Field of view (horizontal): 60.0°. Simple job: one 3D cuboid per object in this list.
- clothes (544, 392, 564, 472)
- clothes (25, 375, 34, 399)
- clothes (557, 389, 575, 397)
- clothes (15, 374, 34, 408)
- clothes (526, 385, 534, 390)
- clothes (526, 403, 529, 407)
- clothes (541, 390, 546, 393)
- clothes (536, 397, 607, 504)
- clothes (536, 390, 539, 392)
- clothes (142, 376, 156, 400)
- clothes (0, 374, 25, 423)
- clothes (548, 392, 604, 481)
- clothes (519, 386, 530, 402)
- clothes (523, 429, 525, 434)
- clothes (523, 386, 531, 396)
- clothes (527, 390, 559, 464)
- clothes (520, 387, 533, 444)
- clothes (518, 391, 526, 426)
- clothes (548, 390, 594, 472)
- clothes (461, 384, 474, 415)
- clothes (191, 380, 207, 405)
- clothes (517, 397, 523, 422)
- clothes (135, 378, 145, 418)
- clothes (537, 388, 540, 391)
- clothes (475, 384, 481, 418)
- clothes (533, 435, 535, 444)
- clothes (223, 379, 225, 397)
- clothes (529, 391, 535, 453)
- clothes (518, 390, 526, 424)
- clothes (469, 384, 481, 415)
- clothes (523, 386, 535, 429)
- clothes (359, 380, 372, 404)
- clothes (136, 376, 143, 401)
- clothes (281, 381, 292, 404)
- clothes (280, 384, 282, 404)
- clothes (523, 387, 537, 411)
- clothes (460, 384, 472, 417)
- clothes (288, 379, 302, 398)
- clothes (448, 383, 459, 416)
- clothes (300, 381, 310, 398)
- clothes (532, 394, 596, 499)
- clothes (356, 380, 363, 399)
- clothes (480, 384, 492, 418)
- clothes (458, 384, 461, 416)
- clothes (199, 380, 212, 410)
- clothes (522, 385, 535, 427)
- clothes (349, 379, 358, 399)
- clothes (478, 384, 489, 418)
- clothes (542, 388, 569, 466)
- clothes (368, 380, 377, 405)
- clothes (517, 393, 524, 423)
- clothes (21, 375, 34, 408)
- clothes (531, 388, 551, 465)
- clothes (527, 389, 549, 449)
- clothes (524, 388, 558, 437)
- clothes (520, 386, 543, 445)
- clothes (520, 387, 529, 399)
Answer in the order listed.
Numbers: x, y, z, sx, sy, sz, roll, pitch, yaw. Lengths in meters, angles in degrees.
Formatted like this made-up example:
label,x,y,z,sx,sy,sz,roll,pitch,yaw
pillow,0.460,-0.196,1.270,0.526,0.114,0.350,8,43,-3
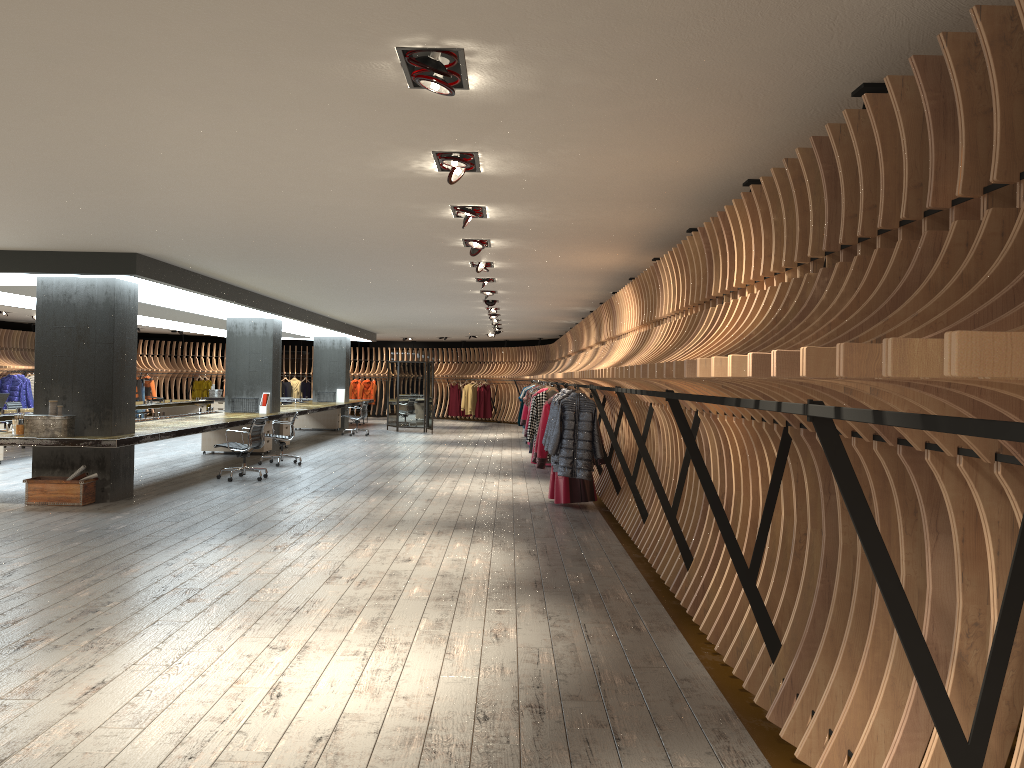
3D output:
label,x,y,z,sx,sy,sz,roll,pitch,yaw
clothes,0.620,0.507,9.231,0.585,0.854,0.211,1,-1,27
clothes,-12.467,0.306,23.120,0.752,1.062,0.128,1,-1,-2
clothes,0.627,0.481,9.407,0.511,0.854,0.227,1,-1,20
clothes,-12.545,0.376,22.440,0.883,1.246,0.249,1,-1,-3
clothes,0.571,0.574,21.777,0.733,1.106,0.165,1,-1,0
clothes,0.600,0.580,18.632,0.760,1.020,0.187,1,-1,1
clothes,0.610,0.663,14.347,0.773,1.161,0.191,1,-1,20
clothes,0.701,0.751,10.311,0.840,1.317,0.318,1,-1,7
clothes,0.583,0.503,16.562,0.278,0.767,0.263,1,-1,7
clothes,-11.672,0.174,28.371,0.839,0.881,0.201,1,-1,30
clothes,-12.703,0.383,22.299,0.880,1.261,0.242,1,-1,-3
clothes,0.616,0.511,8.775,0.682,0.854,0.181,1,-1,43
clothes,0.540,0.527,23.352,0.738,0.971,0.167,1,-1,8
clothes,0.582,0.775,23.798,0.677,1.434,0.204,1,-1,-16
clothes,0.627,0.574,21.967,0.733,1.106,0.165,1,-1,5
clothes,0.612,0.666,13.831,0.773,1.161,0.191,1,-1,-10
clothes,0.604,0.686,19.540,0.840,1.312,0.321,1,-1,-1
clothes,0.610,0.597,21.087,0.913,1.081,0.238,1,-1,-1
clothes,0.636,0.485,9.105,0.530,0.856,0.234,1,-1,-1
clothes,-1.303,0.507,29.523,0.777,1.053,0.151,1,-1,0
clothes,-10.489,0.367,29.755,0.665,1.045,0.168,1,-1,31
clothes,0.599,0.590,22.594,0.913,1.081,0.238,1,-1,-1
clothes,-11.798,0.525,28.129,0.309,1.422,0.200,1,-1,-28
clothes,0.589,0.840,17.139,0.277,1.543,0.316,1,-1,-1
clothes,-0.998,0.556,29.219,0.444,1.129,0.127,1,-1,-28
clothes,0.571,0.849,16.846,0.373,1.536,0.312,1,-1,11
clothes,-9.745,0.314,30.371,0.447,1.156,0.125,1,-1,35
clothes,0.615,0.823,17.700,0.539,1.353,0.087,1,-1,-1
clothes,0.602,0.594,21.443,0.913,1.081,0.238,1,-1,4
clothes,-1.147,0.511,29.368,0.152,1.053,0.777,1,-1,40
clothes,0.618,0.571,20.773,0.715,1.088,0.257,1,-1,5
clothes,-5.168,0.283,31.452,0.201,0.881,0.839,1,0,30
clothes,-11.908,0.175,27.845,0.839,0.881,0.201,1,-1,20
clothes,-7.983,0.573,31.211,0.539,1.353,0.087,1,-1,24
clothes,-8.268,0.241,31.134,0.705,0.890,0.250,1,-1,41
clothes,0.586,0.579,18.409,0.759,1.030,0.179,1,-1,-14
clothes,-1.526,0.542,29.739,0.443,1.129,0.127,2,-1,-38
clothes,-7.692,0.249,31.297,0.705,0.890,0.250,1,-1,21
clothes,-1.961,0.531,30.138,0.444,1.129,0.126,1,-1,-3
clothes,-7.329,0.581,31.390,0.087,1.353,0.539,1,-1,24
clothes,0.629,0.743,10.589,0.840,1.312,0.321,1,-1,29
clothes,-5.373,0.279,31.521,0.201,0.881,0.839,1,0,5
clothes,-0.834,0.560,29.015,0.444,1.129,0.127,1,-1,-28
clothes,-1.780,0.536,29.969,0.127,1.129,0.444,1,-1,-8
clothes,-10.358,0.369,29.883,0.665,1.045,0.168,1,-1,31
clothes,0.617,0.568,21.212,0.715,1.088,0.257,1,-1,-5
clothes,-5.605,0.274,31.486,0.201,0.881,0.839,1,0,15
clothes,-0.884,0.559,29.095,0.444,1.129,0.126,1,-1,-3
clothes,0.587,0.476,9.648,0.501,0.854,0.245,1,-1,-16
clothes,-4.927,0.288,31.402,0.201,0.881,0.839,1,0,-20
clothes,0.599,0.592,22.384,0.913,1.081,0.238,1,-1,4
clothes,-12.624,0.376,22.619,0.885,1.239,0.245,1,-1,-3
clothes,0.617,0.717,15.112,0.840,1.312,0.321,1,-1,29
clothes,0.624,0.665,14.055,0.773,1.161,0.191,1,-1,0
clothes,0.615,0.716,15.401,0.840,1.312,0.321,1,-1,19
clothes,0.604,0.688,19.250,0.840,1.312,0.321,1,-1,9
clothes,0.570,0.514,22.752,0.734,0.938,0.164,1,-1,3
